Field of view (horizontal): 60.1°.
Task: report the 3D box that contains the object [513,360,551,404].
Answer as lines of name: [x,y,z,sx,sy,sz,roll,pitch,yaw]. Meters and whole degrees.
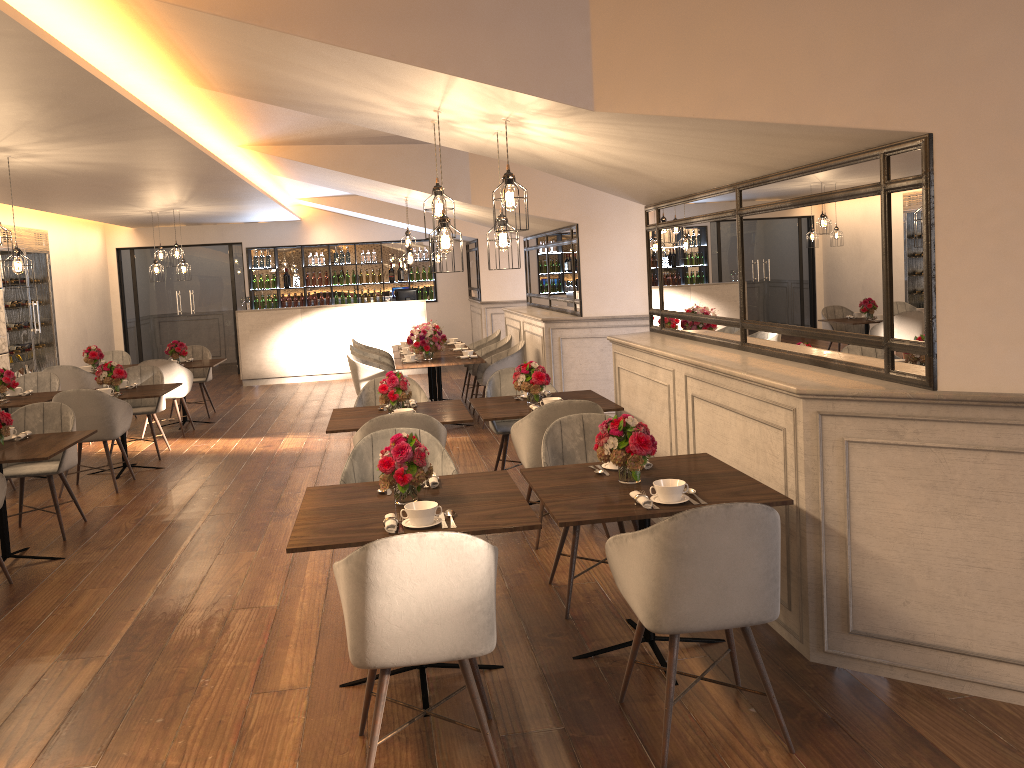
object: [0.142,-0.024,6.009,0.235,0.300,0.306,-7,7,-33]

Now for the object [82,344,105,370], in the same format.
object: [-4.807,-0.314,10.195,0.235,0.300,0.306,-7,7,-33]

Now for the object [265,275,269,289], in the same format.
object: [-4.346,-1.815,15.708,0.065,0.260,0.066,-6,5,-30]

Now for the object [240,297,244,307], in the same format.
object: [-4.256,-1.269,13.979,0.065,0.207,0.065,-4,5,-17]

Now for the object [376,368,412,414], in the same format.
object: [-0.783,0.044,5.861,0.234,0.300,0.307,-2,6,11]

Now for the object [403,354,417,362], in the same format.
object: [-1.060,-0.265,9.203,0.148,0.072,0.149,2,8,34]

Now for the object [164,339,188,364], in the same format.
object: [-3.926,-0.377,10.331,0.305,0.300,0.235,2,7,39]

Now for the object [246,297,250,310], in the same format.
object: [-4.172,-1.276,13.995,0.065,0.207,0.146,-4,5,-17]

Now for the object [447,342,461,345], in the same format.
object: [-0.717,-0.505,11.020,0.175,0.039,0.056,-4,7,-8]

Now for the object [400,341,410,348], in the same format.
object: [-1.331,-0.488,11.007,0.148,0.072,0.149,2,8,34]

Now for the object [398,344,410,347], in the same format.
object: [-1.348,-0.485,11.121,0.175,0.039,0.056,-4,7,-8]

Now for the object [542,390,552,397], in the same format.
object: [0.245,0.067,6.287,0.056,0.039,0.176,-4,7,-8]

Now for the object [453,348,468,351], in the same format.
object: [-0.584,-0.396,10.136,0.175,0.039,0.056,-4,7,-8]

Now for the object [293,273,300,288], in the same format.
object: [-3.848,-1.859,15.778,0.108,0.280,0.109,1,6,38]

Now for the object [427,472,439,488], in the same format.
object: [-0.344,0.417,3.860,0.056,0.039,0.176,-4,7,-8]

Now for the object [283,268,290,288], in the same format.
object: [-4.016,-1.887,15.757,0.104,0.358,0.104,-6,6,-36]

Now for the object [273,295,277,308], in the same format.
object: [-4.218,-1.463,15.751,0.065,0.260,0.066,-6,5,-30]

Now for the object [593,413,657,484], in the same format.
object: [0.487,0.260,3.718,0.235,0.300,0.306,-7,7,-33]

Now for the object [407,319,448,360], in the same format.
object: [-0.901,-0.470,9.343,0.420,0.423,0.407,-5,6,-20]

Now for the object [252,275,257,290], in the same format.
object: [-4.565,-1.799,15.676,0.065,0.260,0.066,-6,5,-30]

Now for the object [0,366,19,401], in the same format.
object: [-4.480,-0.007,7.731,0.305,0.300,0.235,-2,6,13]

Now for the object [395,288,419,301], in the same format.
object: [-1.714,-1.402,14.519,0.409,0.327,0.130,-7,6,-31]

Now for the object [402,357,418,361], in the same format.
object: [-1.076,-0.262,9.317,0.175,0.039,0.056,-4,7,-8]

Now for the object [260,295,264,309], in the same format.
object: [-4.436,-1.447,15.719,0.065,0.260,0.066,-6,5,-30]

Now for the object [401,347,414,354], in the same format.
object: [-1.198,-0.379,10.124,0.148,0.072,0.149,2,8,34]

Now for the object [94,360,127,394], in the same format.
object: [-3.538,-0.070,7.840,0.305,0.300,0.235,0,6,24]

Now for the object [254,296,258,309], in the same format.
object: [-4.546,-1.439,15.703,0.065,0.260,0.066,-6,5,-30]

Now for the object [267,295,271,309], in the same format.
object: [-4.327,-1.455,15.735,0.065,0.260,0.066,-6,5,-30]

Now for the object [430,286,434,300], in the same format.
object: [-1.470,-1.661,16.153,0.065,0.260,0.066,-6,5,-30]

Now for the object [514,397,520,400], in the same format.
object: [0.032,0.096,6.236,0.043,0.015,0.198,-4,7,-4]

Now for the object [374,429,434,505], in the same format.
object: [-0.439,0.329,3.571,0.234,0.300,0.307,-2,6,11]

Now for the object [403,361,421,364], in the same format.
object: [-1.022,-0.224,9.097,0.197,0.015,0.043,-5,7,-12]

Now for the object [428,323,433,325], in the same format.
object: [-1.039,-0.629,11.059,0.234,0.300,0.306,1,7,39]

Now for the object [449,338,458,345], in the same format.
object: [-0.736,-0.536,11.131,0.148,0.072,0.149,2,8,34]

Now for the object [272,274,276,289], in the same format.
object: [-4.237,-1.823,15.724,0.065,0.260,0.066,-6,5,-30]

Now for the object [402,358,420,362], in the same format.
object: [-1.061,-0.252,9.285,0.192,0.024,0.025,-4,6,-8]

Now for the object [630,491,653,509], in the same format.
object: [0.491,0.438,3.367,0.056,0.039,0.176,-4,7,-8]

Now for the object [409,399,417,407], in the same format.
object: [-0.688,0.134,6.150,0.056,0.039,0.176,-4,7,-8]

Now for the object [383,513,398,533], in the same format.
object: [-0.443,0.505,3.231,0.056,0.039,0.176,-4,7,-8]

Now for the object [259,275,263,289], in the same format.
object: [-4.456,-1.807,15.692,0.065,0.260,0.066,-6,5,-30]

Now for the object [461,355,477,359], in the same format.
object: [-0.446,-0.282,9.216,0.175,0.039,0.056,-4,7,-8]

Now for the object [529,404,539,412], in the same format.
object: [0.146,0.155,5.658,0.056,0.039,0.176,-4,7,-8]

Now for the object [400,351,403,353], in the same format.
object: [-1.215,-0.376,10.237,0.175,0.039,0.056,-4,7,-8]

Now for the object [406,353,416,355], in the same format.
object: [-1.161,-0.338,10.017,0.197,0.015,0.043,-5,7,-12]

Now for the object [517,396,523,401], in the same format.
object: [0.060,0.101,6.234,0.022,0.004,0.212,-4,8,-8]

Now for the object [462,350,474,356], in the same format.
object: [-0.464,-0.313,9.327,0.148,0.072,0.149,2,8,34]

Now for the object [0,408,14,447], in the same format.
object: [-3.156,0.244,5.297,0.306,0.300,0.235,-7,6,-30]

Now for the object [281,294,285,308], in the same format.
object: [-4.086,-1.472,15.770,0.065,0.260,0.066,-6,5,-30]

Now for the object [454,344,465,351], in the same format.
object: [-0.603,-0.427,10.247,0.148,0.072,0.149,2,8,34]

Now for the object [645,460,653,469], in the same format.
object: [0.590,0.350,3.996,0.056,0.039,0.176,-4,7,-8]
